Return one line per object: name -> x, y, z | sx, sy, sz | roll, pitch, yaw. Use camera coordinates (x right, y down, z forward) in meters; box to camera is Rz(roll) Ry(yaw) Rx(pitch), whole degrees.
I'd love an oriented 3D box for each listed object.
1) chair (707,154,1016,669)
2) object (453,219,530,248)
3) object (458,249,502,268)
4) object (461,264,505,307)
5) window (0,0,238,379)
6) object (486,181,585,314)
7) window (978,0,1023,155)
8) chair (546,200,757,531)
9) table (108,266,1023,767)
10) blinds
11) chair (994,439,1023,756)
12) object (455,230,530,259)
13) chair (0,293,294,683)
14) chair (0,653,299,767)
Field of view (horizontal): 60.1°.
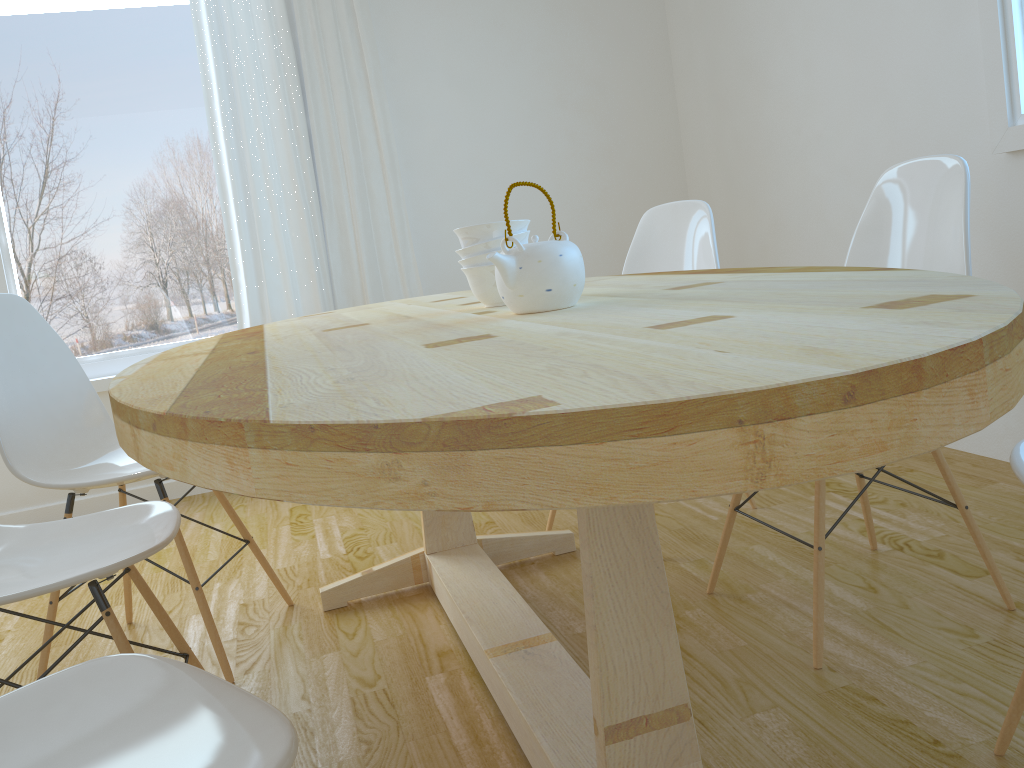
chair -> 0.682, 0.009, 1.834 | 0.524, 0.896, 0.431 | -10, 6, -15
object -> -0.034, -0.270, 1.729 | 0.151, 0.086, 0.153 | -6, 8, 13
object -> -0.026, -0.219, 1.732 | 0.151, 0.092, 0.153 | -5, 9, 24
object -> -0.019, -0.197, 1.732 | 0.151, 0.082, 0.153 | -5, 9, 24
window -> -2.176, -0.910, 3.504 | 2.734, 1.907, 0.088 | -10, 6, -15
object -> 0.025, -0.223, 1.442 | 0.178, 0.210, 0.147 | -10, 7, -15
window -> 0.371, -0.856, 1.177 | 2.555, 2.041, 1.888 | -10, 7, -15
chair -> 0.361, -0.052, 2.527 | 0.527, 0.896, 0.429 | -13, 8, -40
table -> -0.026, 0.226, 1.657 | 1.197, 0.720, 2.199 | -10, 9, -16
blinds -> -0.896, -1.300, 3.644 | 0.797, 2.147, 0.150 | -10, 5, -15
chair -> 0.849, 0.115, 1.001 | 0.522, 0.896, 0.433 | -7, 6, 15
object -> -0.032, -0.242, 1.729 | 0.150, 0.095, 0.153 | -8, 8, 2
chair -> -0.902, 0.198, 2.076 | 0.523, 0.896, 0.433 | -8, 6, 5
chair -> -0.419, 0.349, 0.663 | 0.429, 0.896, 0.527 | -2, 8, 45
